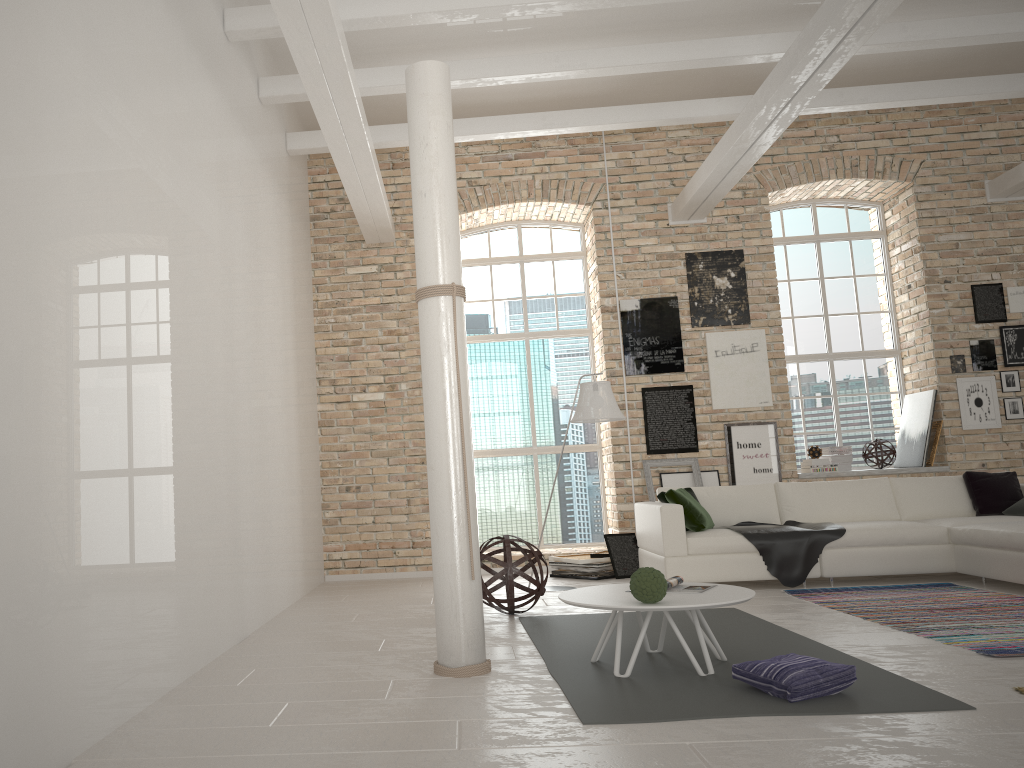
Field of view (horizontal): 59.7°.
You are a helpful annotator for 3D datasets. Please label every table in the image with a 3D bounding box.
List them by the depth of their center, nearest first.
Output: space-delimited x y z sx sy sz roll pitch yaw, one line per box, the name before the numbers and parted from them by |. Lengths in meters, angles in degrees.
table | 0.695 1.178 4.276 0.945 0.343 0.876 -5 -7 15

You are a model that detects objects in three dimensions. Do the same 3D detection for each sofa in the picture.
sofa | 2.806 1.131 6.709 3.307 0.843 2.153 -3 -6 2

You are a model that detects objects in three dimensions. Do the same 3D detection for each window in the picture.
window | 3.731 -1.180 4.067 1.432 2.993 11.386 -3 -6 -3
window | 0.515 -0.658 4.266 1.432 3.660 11.386 -3 -6 -3

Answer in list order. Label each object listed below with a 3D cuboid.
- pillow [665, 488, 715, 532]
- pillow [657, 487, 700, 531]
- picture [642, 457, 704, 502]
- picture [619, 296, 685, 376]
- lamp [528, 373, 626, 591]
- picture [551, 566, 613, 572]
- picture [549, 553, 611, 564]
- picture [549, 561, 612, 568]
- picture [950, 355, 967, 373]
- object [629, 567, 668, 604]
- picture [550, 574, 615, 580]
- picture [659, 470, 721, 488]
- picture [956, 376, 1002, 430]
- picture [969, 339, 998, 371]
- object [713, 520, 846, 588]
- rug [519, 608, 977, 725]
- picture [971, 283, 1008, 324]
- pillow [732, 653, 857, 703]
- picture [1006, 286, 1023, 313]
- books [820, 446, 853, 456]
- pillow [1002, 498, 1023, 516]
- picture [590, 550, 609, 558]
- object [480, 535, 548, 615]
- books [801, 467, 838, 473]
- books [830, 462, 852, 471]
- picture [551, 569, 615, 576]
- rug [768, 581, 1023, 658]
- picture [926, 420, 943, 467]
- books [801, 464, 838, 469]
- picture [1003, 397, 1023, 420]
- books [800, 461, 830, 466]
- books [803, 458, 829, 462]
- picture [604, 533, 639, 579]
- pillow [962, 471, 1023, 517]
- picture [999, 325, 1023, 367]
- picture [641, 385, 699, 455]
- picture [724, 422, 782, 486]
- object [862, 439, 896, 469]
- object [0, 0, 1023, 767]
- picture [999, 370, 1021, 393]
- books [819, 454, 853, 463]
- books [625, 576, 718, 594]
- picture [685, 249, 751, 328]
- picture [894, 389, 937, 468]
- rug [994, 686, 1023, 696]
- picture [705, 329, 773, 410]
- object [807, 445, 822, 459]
pillow | 1.432 1.011 7.199 0.322 0.344 0.393 -6 -7 25
pillow | 1.447 1.055 7.472 0.384 0.365 0.334 3 -9 -43
picture | 1.608 1.025 8.783 0.549 0.583 0.281 -4 -7 3
picture | 1.427 -0.492 9.107 0.596 0.786 0.036 -4 -7 4
lamp | 0.506 0.820 7.491 1.068 1.778 0.421 -8 -8 34
picture | 0.864 1.704 8.419 0.740 0.048 0.620 1 -7 -29
picture | 0.833 1.627 8.407 0.750 0.048 0.613 0 -7 -21
picture | 0.833 1.667 8.430 0.731 0.048 0.627 3 -8 -41
picture | 4.418 -0.198 8.830 0.137 0.179 0.008 -5 -7 9
object | 0.610 0.899 3.980 0.153 0.164 0.171 -1 -7 -23
picture | 0.842 1.778 8.398 0.734 0.048 0.626 2 -8 -39
picture | 1.789 1.150 8.820 0.581 0.569 0.145 -4 -7 4
picture | 4.592 0.186 8.769 0.369 0.514 0.013 -4 -7 4
picture | 4.664 -0.284 8.820 0.232 0.307 0.014 -4 -7 4
object | 2.102 1.338 7.089 0.898 0.464 0.773 -3 -6 -1
rug | 0.866 1.378 4.619 1.439 0.042 2.711 -3 -6 -3
picture | 4.747 -0.803 8.871 0.298 0.394 0.018 -4 -7 4
pillow | 1.145 1.202 3.635 0.337 0.164 0.371 0 -7 -24
picture | 5.032 -0.839 8.856 0.196 0.259 0.012 -4 -7 4
books | 3.332 0.693 9.250 0.293 0.085 0.237 -1 -7 -18
pillow | 4.079 0.871 6.918 0.335 0.306 0.423 -2 -7 -11
picture | 0.944 1.602 8.427 0.307 0.048 0.363 -6 -7 28
object | -0.021 1.321 6.182 0.513 0.544 0.570 0 -7 -24
books | 3.086 0.865 8.956 0.276 0.048 0.219 -3 -6 -2
books | 3.352 0.860 9.235 0.242 0.088 0.312 -3 -6 4
picture | 0.829 1.746 8.436 0.626 0.048 0.731 -8 -8 36
rug | 2.719 1.363 5.310 1.409 0.008 2.677 -3 -6 -3
picture | 4.161 0.606 8.908 0.173 0.461 0.361 -3 -7 -3
books | 3.087 0.829 8.960 0.271 0.024 0.219 -3 -6 -2
picture | 4.921 0.242 8.740 0.178 0.213 0.011 -4 -7 4
books | 3.052 0.802 8.979 0.198 0.041 0.199 -1 -6 -13
books | 3.056 0.767 8.982 0.181 0.030 0.179 -2 -6 -11
picture | 1.034 1.565 8.113 0.317 0.405 0.200 -1 -7 -20
pillow | 3.985 0.903 7.336 0.431 0.390 0.240 -4 -7 3
picture | 4.990 -0.378 8.798 0.295 0.410 0.010 -4 -7 4
picture | 1.592 0.363 9.009 0.516 0.682 0.064 -4 -7 4
picture | 2.405 0.761 8.879 0.523 0.757 0.012 -4 -7 4
object | 3.679 0.702 8.937 0.301 0.308 0.311 -2 -7 -9
object | 3.295 -1.195 4.133 10.199 4.805 11.783 -3 -6 0
picture | 4.903 -0.025 8.773 0.178 0.213 0.011 -4 -7 4
books | 3.347 0.778 9.246 0.236 0.088 0.319 -2 -6 -6
books | 0.790 0.992 4.421 0.396 0.048 0.286 -7 -7 30
picture | 2.101 -0.976 9.122 0.594 0.785 0.036 -4 -7 4
picture | 4.110 0.468 9.083 0.246 0.765 0.585 -3 -7 -2
rug | 3.129 1.060 2.819 2.187 0.021 1.545 -2 -6 -4
picture | 2.286 -0.148 8.992 0.595 0.786 0.036 -4 -7 4
object | 3.070 0.692 9.039 0.150 0.137 0.135 -7 -7 27
